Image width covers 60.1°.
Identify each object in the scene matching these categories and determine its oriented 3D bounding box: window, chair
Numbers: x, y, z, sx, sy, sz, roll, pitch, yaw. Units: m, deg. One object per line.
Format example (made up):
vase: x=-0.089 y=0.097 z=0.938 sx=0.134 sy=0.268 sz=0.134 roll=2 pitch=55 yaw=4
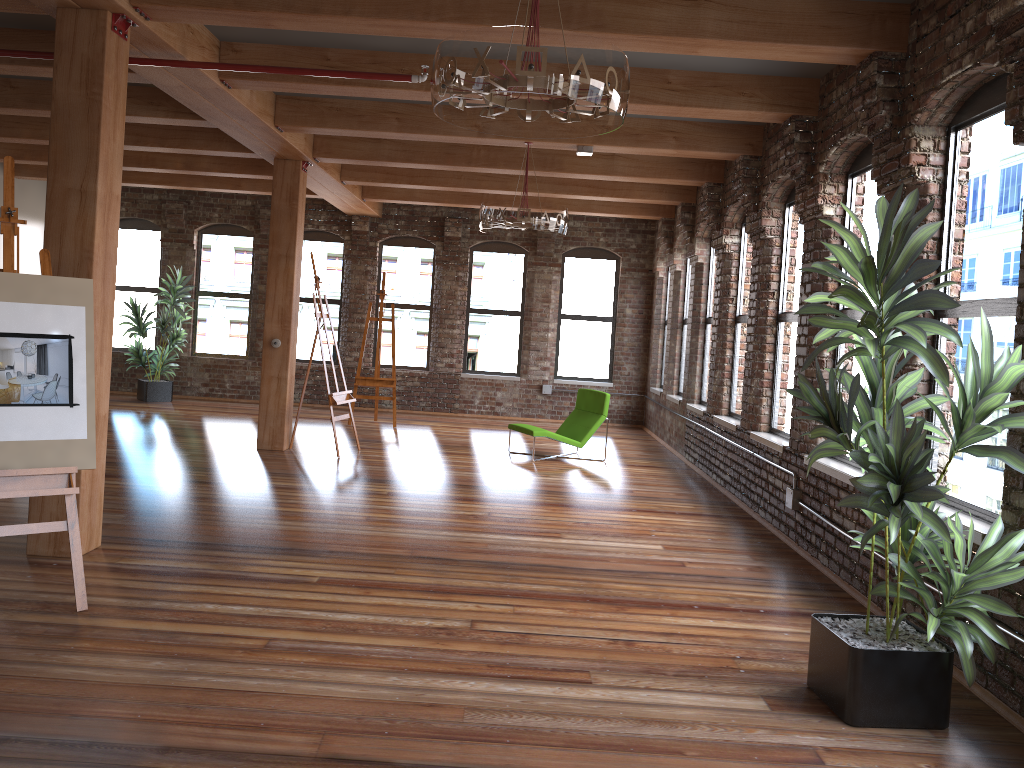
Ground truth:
window: x=2.292 y=-0.774 z=10.213 sx=0.233 sy=2.213 sz=0.969 roll=4 pitch=1 yaw=0
window: x=2.273 y=-0.593 z=7.282 sx=0.236 sy=2.213 sz=0.969 roll=4 pitch=1 yaw=0
window: x=2.312 y=-0.957 z=13.175 sx=0.232 sy=2.213 sz=0.969 roll=4 pitch=1 yaw=0
window: x=-1.738 y=-1.282 z=14.305 sx=0.968 sy=2.226 sz=0.221 roll=4 pitch=1 yaw=0
window: x=2.252 y=-0.412 z=4.348 sx=0.235 sy=2.213 sz=0.969 roll=4 pitch=1 yaw=0
window: x=1.214 y=-1.095 z=14.289 sx=0.968 sy=2.217 sz=0.219 roll=4 pitch=1 yaw=0
window: x=2.261 y=-0.503 z=5.815 sx=0.232 sy=2.213 sz=0.969 roll=4 pitch=1 yaw=0
window: x=2.301 y=-0.865 z=11.681 sx=0.231 sy=2.213 sz=0.969 roll=4 pitch=1 yaw=0
window: x=-3.201 y=-1.376 z=14.314 sx=0.968 sy=2.226 sz=0.221 roll=4 pitch=1 yaw=0
chair: x=0.530 y=0.452 z=10.239 sx=0.955 sy=0.795 sz=0.682 roll=3 pitch=2 yaw=-25
window: x=-4.665 y=-1.505 z=14.389 sx=0.968 sy=2.168 sz=0.086 roll=4 pitch=1 yaw=0
window: x=2.280 y=-0.684 z=8.750 sx=0.230 sy=2.213 sz=0.969 roll=4 pitch=1 yaw=0
window: x=-0.269 y=-1.191 z=14.298 sx=0.968 sy=2.217 sz=0.219 roll=4 pitch=1 yaw=0
window: x=-6.154 y=-1.601 z=14.398 sx=0.968 sy=2.168 sz=0.086 roll=4 pitch=1 yaw=0

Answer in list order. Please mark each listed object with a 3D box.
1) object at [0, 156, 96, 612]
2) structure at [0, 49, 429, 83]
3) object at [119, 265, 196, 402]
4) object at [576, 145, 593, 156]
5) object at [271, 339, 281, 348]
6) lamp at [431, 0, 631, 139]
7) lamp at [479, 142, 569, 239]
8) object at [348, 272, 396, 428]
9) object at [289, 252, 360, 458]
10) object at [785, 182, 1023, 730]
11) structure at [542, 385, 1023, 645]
object: x=-2.382 y=-0.035 z=4.212 sx=0.701 sy=2.139 sz=0.686 roll=3 pitch=2 yaw=-40
structure: x=-3.939 y=-2.235 z=5.788 sx=6.808 sy=0.112 sz=0.051 roll=4 pitch=1 yaw=0
object: x=-5.460 y=-0.796 z=13.614 sx=1.079 sy=2.102 sz=0.968 roll=3 pitch=1 yaw=-22
object: x=0.656 y=-2.107 z=7.981 sx=0.145 sy=0.072 sz=0.147 roll=4 pitch=3 yaw=0
object: x=-2.490 y=-0.429 z=9.339 sx=0.095 sy=0.095 sz=0.061 roll=4 pitch=2 yaw=0
lamp: x=0.093 y=-1.491 z=3.605 sx=0.811 sy=0.814 sz=0.808 roll=6 pitch=3 yaw=43
lamp: x=0.123 y=-1.760 z=7.952 sx=0.811 sy=0.814 sz=0.809 roll=5 pitch=3 yaw=36
object: x=-1.864 y=-0.509 z=12.381 sx=0.661 sy=2.139 sz=0.685 roll=4 pitch=1 yaw=-5
object: x=-2.003 y=-0.341 z=9.529 sx=0.685 sy=2.139 sz=0.662 roll=4 pitch=1 yaw=10
object: x=1.603 y=0.279 z=3.633 sx=0.967 sy=2.102 sz=1.080 roll=4 pitch=2 yaw=13
structure: x=2.047 y=0.682 z=7.500 sx=1.633 sy=0.313 sz=13.733 roll=3 pitch=4 yaw=-7
